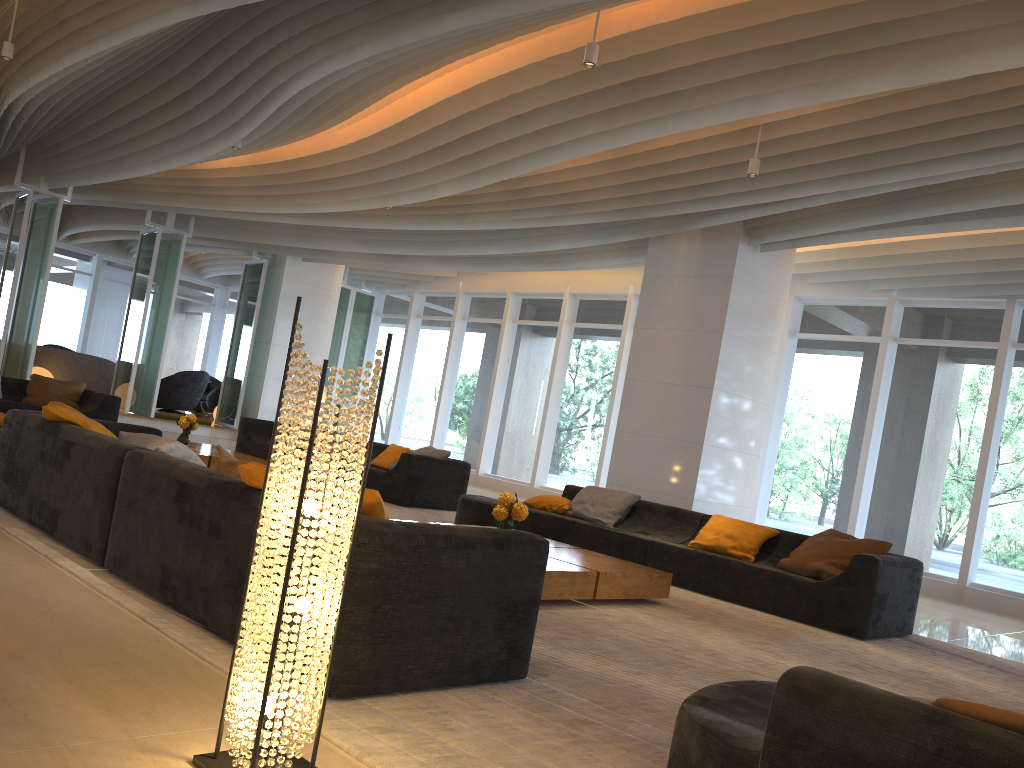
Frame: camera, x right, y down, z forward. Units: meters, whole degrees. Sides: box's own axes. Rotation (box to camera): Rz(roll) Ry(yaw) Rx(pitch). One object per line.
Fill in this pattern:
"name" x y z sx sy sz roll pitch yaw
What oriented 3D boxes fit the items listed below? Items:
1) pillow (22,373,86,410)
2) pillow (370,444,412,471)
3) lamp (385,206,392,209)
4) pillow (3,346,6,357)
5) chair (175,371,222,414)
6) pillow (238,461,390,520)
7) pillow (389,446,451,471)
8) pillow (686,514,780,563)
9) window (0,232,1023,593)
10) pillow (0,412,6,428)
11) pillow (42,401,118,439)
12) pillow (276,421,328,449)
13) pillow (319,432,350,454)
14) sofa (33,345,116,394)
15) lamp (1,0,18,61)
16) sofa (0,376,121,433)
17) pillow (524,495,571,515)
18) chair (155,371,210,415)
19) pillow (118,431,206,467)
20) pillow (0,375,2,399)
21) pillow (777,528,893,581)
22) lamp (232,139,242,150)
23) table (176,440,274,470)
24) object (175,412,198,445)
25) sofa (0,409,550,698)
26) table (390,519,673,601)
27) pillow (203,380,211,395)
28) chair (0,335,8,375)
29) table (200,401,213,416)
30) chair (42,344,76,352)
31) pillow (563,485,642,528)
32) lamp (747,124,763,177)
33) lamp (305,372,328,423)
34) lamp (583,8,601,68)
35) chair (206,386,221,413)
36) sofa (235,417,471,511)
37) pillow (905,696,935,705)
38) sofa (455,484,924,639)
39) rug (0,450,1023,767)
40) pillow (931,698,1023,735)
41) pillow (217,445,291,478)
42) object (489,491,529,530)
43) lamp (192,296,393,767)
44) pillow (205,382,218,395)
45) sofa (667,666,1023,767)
"pillow" -5.745 0.107 11.149 0.649 0.377 0.539 11 -3 -24
"pillow" -1.451 0.872 10.617 0.329 0.312 0.399 12 -3 -43
"lamp" -1.415 -2.939 11.096 0.089 1.505 0.089 10 -1 0
"pillow" -9.348 -0.539 16.021 0.474 0.408 0.493 12 -3 -43
"chair" -7.711 0.217 22.020 1.549 1.004 1.114 12 -3 -33
"pillow" -0.677 0.541 3.423 0.629 0.377 0.556 9 -3 22
"pillow" -1.078 0.890 10.276 0.556 0.377 0.629 11 -3 -23
"pillow" 1.793 1.301 7.305 0.623 0.394 0.460 8 -3 44
"window" 1.590 0.019 10.687 54.073 3.218 22.338 10 -3 9
"pillow" -4.127 0.275 7.172 0.414 0.135 0.413 11 -3 -12
"pillow" -2.469 0.329 5.195 0.556 0.377 0.629 11 -3 -23
"pillow" -2.870 0.678 12.048 0.629 0.377 0.556 9 -3 22
"pillow" -2.302 0.772 11.458 0.399 0.312 0.329 8 -3 42
"sofa" -8.573 -0.182 17.162 2.554 0.900 1.114 10 -2 4
"lamp" -4.413 -3.667 7.980 0.089 1.505 0.089 10 -1 0
"sofa" -4.816 0.303 9.038 4.979 0.653 2.890 7 -5 45
"pillow" 0.365 1.160 8.557 0.445 0.192 0.591 10 -3 10
"chair" -7.244 0.122 19.107 1.122 1.004 1.539 9 -3 18
"pillow" -1.804 0.473 4.631 0.430 0.376 0.574 12 -3 -43
"pillow" -6.302 0.000 10.552 0.417 0.312 0.315 12 -3 -43
"pillow" 2.456 1.308 6.780 0.556 0.377 0.629 11 -3 -23
"lamp" -2.855 -3.288 9.598 0.089 1.505 0.089 10 -1 0
"table" -3.621 0.769 9.517 1.566 0.220 1.637 7 -5 44
"object" -3.573 0.487 9.722 0.238 0.376 0.263 11 -2 -13
"sofa" -1.512 0.647 4.406 3.696 0.582 0.963 7 -4 44
"table" -0.043 1.193 5.977 1.566 0.220 1.637 7 -5 44
"pillow" -7.831 0.066 22.220 0.619 0.422 0.364 12 -3 -42
"chair" -9.684 -0.496 16.162 1.488 1.004 1.160 9 -3 32
"table" -7.005 0.651 21.347 1.104 0.318 0.801 13 -4 -39
"chair" -9.407 -0.274 18.971 1.116 1.004 1.547 9 -3 28
"pillow" 0.810 1.166 8.277 0.650 0.416 0.472 8 -3 45
"lamp" 2.180 -2.512 7.555 0.087 1.505 0.091 10 -1 36
"lamp" -2.937 0.501 13.176 0.245 1.449 0.256 10 -1 45
"lamp" 0.653 -2.883 5.970 0.088 1.505 0.090 10 -1 18
"chair" -6.302 0.383 20.609 1.552 1.004 1.112 13 -3 -43
"sofa" -2.103 0.949 11.062 3.696 0.582 0.963 7 -4 44
"pillow" 0.999 0.827 1.979 0.475 0.246 0.426 11 -3 -10
"sofa" 1.192 1.325 7.563 4.054 0.582 1.382 7 -4 43
"rug" -0.287 1.277 6.199 15.870 0.022 5.640 7 -5 44
"pillow" 1.119 0.788 1.615 0.406 0.391 0.592 12 -3 -43
"pillow" -1.076 0.521 3.917 0.454 0.409 0.588 12 -3 -43
"object" -0.030 0.881 5.800 0.240 0.376 0.261 11 -2 -23
"lamp" -0.521 0.391 2.231 0.245 1.197 0.256 10 -1 45
"pillow" -7.424 0.188 22.259 0.511 0.408 0.458 11 -2 -18
"sofa" 1.313 1.000 1.866 2.204 0.576 1.386 7 -4 45
